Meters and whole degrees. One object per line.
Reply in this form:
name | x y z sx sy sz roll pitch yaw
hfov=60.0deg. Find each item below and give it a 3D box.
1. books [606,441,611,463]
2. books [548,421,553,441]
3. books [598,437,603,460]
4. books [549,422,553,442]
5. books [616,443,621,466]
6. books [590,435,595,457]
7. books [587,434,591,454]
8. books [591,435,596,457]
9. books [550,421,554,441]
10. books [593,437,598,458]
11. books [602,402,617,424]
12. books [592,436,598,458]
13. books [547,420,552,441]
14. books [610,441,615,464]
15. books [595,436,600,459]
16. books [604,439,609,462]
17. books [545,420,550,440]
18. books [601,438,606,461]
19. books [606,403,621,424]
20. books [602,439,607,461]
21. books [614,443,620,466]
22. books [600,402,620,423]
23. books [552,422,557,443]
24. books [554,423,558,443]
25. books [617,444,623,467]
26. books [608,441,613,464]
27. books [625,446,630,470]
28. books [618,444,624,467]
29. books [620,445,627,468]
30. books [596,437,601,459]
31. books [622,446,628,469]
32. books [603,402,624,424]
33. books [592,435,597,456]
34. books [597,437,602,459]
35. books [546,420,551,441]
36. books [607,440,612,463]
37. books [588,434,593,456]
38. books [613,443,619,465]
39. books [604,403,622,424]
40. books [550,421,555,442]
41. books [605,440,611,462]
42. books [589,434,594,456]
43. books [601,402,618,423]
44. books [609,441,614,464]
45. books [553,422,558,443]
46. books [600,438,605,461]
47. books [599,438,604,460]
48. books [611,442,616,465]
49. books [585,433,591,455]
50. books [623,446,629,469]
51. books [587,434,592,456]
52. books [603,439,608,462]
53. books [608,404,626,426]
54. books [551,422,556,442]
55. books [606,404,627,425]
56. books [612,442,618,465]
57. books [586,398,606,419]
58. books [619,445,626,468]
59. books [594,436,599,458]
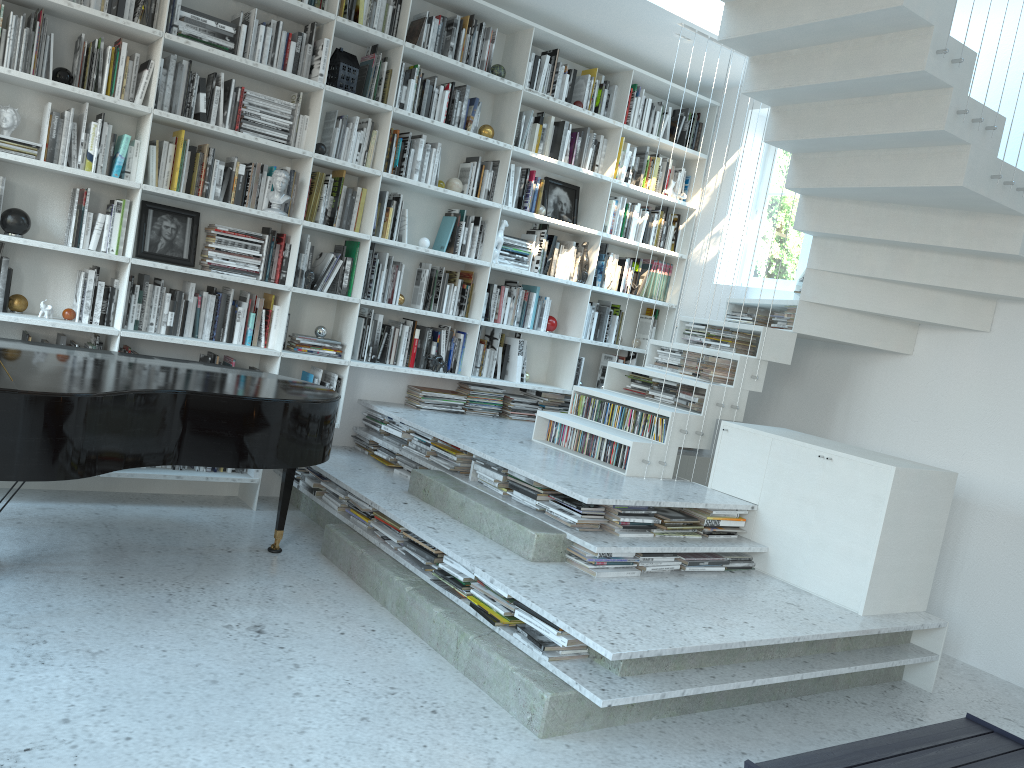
books | 0.571 0.370 4.808 0.125 0.125 0.007 7 6 -36
books | 0.274 0.281 5.236 0.125 0.125 0.010 7 6 -36
books | 0.531 0.358 4.864 0.125 0.125 0.008 7 6 -36
books | 0.279 0.282 5.229 0.125 0.125 0.009 7 6 -36
books | 0.616 0.383 4.743 0.125 0.125 0.010 7 6 -36
books | 0.492 0.346 4.921 0.125 0.125 0.007 7 6 -36
books | 0.476 0.341 4.945 0.125 0.125 0.008 7 6 -36
books | 0.496 0.347 4.915 0.125 0.125 0.008 7 6 -36
books | 0.284 0.284 5.222 0.125 0.125 0.007 7 6 -36
books | 0.509 0.351 4.896 0.125 0.125 0.010 7 6 -36
books | 0.578 0.172 5.086 0.125 0.125 0.010 7 6 -36
books | 0.505 0.350 4.902 0.125 0.125 0.010 7 6 -36
books | 0.269 0.279 5.244 0.125 0.125 0.008 7 6 -36
books | 0.588 0.375 4.783 0.125 0.125 0.008 7 6 -36
books | 0.519 0.354 4.883 0.125 0.125 0.008 7 6 -36
books | 0.560 0.366 4.824 0.125 0.125 0.012 7 6 -36
books | 0.260 0.277 5.256 0.125 0.125 0.007 7 6 -36
books | 0.546 0.362 4.844 0.125 0.125 0.008 7 6 -36
books | 0.593 0.176 5.064 0.125 0.125 0.010 7 6 -36
books | 0.550 0.364 4.837 0.125 0.125 0.008 7 6 -36
books | 0.609 0.381 4.752 0.125 0.125 0.011 7 6 -36
books | 0.566 0.168 5.104 0.125 0.125 0.008 7 6 -36
books | 0.296 0.287 5.204 0.125 0.125 0.008 7 6 -36
books | 0.306 0.290 5.190 0.125 0.125 0.007 7 6 -36
books | 0.620 0.385 4.736 0.125 0.125 0.009 7 6 -36
books | 0.579 0.372 4.796 0.125 0.125 0.007 7 6 -36
books | 0.656 0.395 4.685 0.125 0.125 0.009 7 6 -36
books | 0.626 0.386 4.729 0.125 0.125 0.007 7 6 -36
books | 0.637 0.390 4.712 0.125 0.125 0.014 7 6 -36
books | 0.523 0.355 4.877 0.125 0.125 0.008 7 6 -36
books | 0.644 0.392 4.702 0.125 0.125 0.010 7 6 -36
books | 0.583 0.173 5.080 0.125 0.125 0.009 7 6 -36
books | 0.501 0.349 4.908 0.125 0.125 0.008 7 6 -36
books | 0.527 0.357 4.871 0.125 0.125 0.007 7 6 -36
books | 0.265 0.278 5.249 0.125 0.125 0.008 7 6 -36
books | 0.575 0.371 4.802 0.125 0.125 0.007 7 6 -36
books | 0.484 0.344 4.933 0.125 0.125 0.008 7 6 -36
books | 0.604 0.380 4.760 0.125 0.125 0.008 7 6 -36
books | 0.588 0.175 5.072 0.125 0.125 0.007 7 6 -36
books | 0.288 0.285 5.216 0.125 0.125 0.007 7 6 -36
books | 0.566 0.368 4.815 0.125 0.125 0.008 7 6 -36
books | 0.488 0.345 4.927 0.125 0.125 0.008 7 6 -36
books | 0.572 0.170 5.095 0.125 0.125 0.011 7 6 -36
books | 0.583 0.373 4.790 0.125 0.125 0.008 7 6 -36
books | 0.301 0.289 5.197 0.125 0.125 0.010 7 6 -36
books | 0.541 0.361 4.851 0.125 0.125 0.011 7 6 -36
books | 0.537 0.360 4.857 0.125 0.125 0.011 7 6 -36
books | 0.593 0.376 4.775 0.125 0.125 0.010 7 6 -36
books | 0.471 0.340 4.951 0.125 0.125 0.008 7 6 -36
books | 0.650 0.394 4.693 0.125 0.125 0.013 7 6 -36
books | 0.480 0.342 4.939 0.125 0.125 0.008 7 6 -36
books | 0.555 0.365 4.831 0.125 0.125 0.010 7 6 -36
books | 0.606 0.180 5.046 0.125 0.125 0.010 7 6 -36
books | 0.292 0.286 5.210 0.125 0.125 0.008 7 6 -36
books | 0.600 0.178 5.055 0.125 0.125 0.014 7 6 -36
books | 0.599 0.378 4.767 0.125 0.125 0.010 7 6 -36
books | 0.496 0.147 5.205 0.125 0.125 0.010 7 6 -36
books | 0.631 0.388 4.721 0.125 0.125 0.010 7 6 -36
books | 0.514 0.353 4.889 0.125 0.125 0.008 7 6 -36
